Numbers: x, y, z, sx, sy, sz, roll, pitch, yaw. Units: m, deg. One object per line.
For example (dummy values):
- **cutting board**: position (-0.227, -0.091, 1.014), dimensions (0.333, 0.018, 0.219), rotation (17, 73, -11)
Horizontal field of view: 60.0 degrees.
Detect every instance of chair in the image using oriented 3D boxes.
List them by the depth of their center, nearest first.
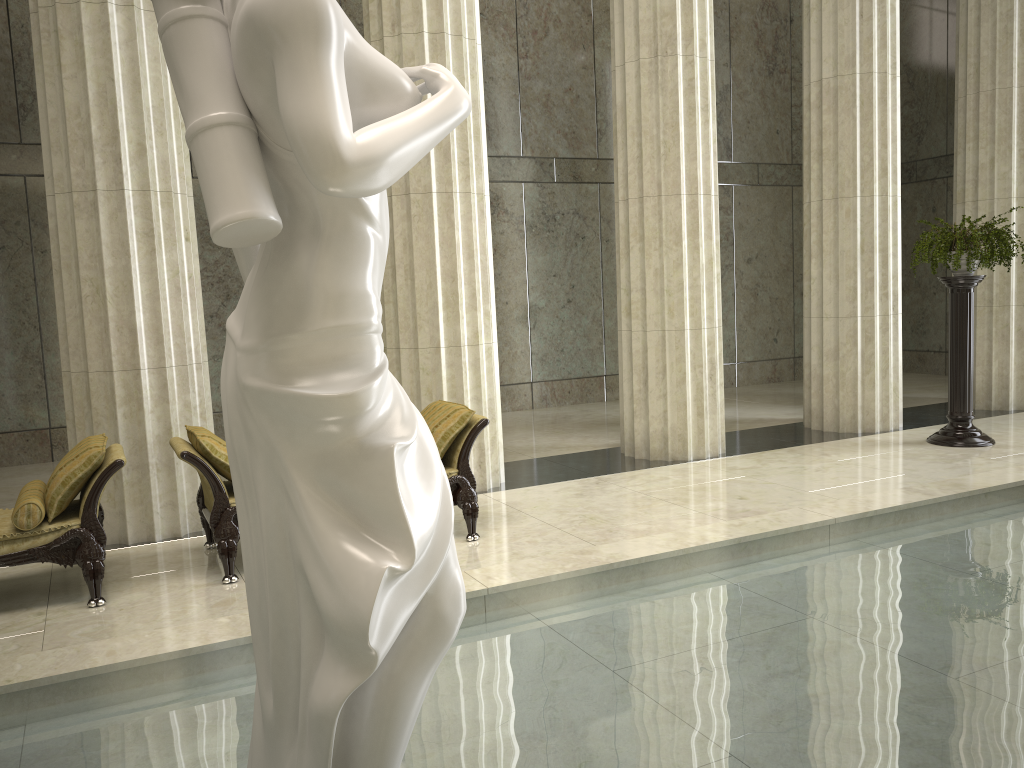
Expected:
- **chair**: position (-3.488, 0.908, 5.359), dimensions (2.172, 0.950, 0.993), rotation (-5, 7, -25)
- **chair**: position (-1.267, 0.698, 6.414), dimensions (2.172, 0.950, 0.993), rotation (-5, 7, -25)

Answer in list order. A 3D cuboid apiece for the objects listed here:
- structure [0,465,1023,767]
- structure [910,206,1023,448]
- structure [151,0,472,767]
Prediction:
- **structure**: position (-0.473, 1.478, 2.522), dimensions (11.573, 0.508, 3.754), rotation (-5, 7, -25)
- **structure**: position (4.679, -0.584, 9.193), dimensions (1.053, 2.386, 1.159), rotation (-2, 6, 4)
- **structure**: position (-0.503, 0.034, 2.359), dimensions (0.729, 3.044, 0.940), rotation (-6, 7, -31)
